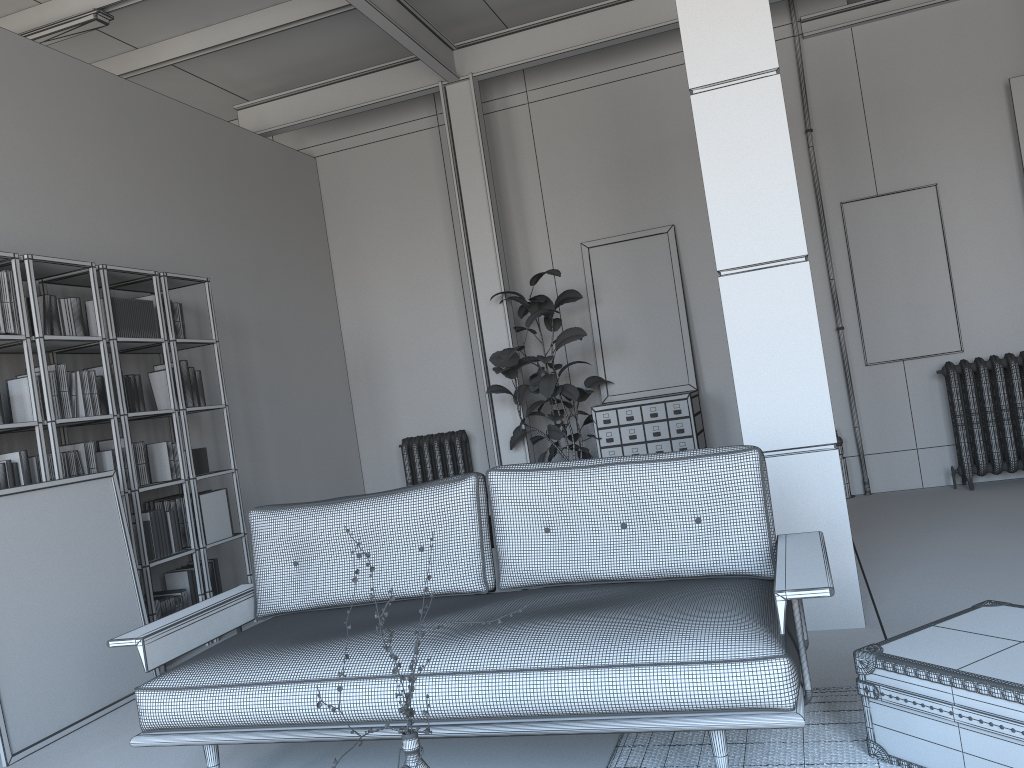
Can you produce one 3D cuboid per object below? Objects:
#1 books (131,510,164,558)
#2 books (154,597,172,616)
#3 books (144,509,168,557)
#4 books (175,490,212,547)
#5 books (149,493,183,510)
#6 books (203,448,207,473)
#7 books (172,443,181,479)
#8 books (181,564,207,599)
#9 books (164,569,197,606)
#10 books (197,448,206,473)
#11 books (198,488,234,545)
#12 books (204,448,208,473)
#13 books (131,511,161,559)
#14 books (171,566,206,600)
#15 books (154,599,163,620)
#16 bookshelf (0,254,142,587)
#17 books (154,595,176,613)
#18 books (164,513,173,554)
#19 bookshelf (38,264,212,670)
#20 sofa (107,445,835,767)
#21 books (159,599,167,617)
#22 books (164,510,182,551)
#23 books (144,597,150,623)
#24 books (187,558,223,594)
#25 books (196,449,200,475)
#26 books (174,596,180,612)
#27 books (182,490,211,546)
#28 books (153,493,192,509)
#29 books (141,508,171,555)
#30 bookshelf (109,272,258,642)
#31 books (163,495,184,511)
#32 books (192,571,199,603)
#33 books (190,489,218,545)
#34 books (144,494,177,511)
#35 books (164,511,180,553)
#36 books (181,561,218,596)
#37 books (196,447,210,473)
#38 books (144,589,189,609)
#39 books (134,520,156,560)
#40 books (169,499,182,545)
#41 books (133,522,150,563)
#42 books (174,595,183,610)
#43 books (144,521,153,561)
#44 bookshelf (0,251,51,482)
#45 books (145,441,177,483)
[{"bbox_3d":[-2.121,0.880,5.144,0.202,0.278,0.027,-9,-1,17],"label":"books"},{"bbox_3d":[-2.096,1.337,5.167,0.242,0.176,0.040,-9,-1,17],"label":"books"},{"bbox_3d":[-2.112,0.879,5.170,0.202,0.278,0.027,-9,-1,17],"label":"books"},{"bbox_3d":[-1.985,0.851,5.607,0.037,0.322,0.333,-9,-1,17],"label":"books"},{"bbox_3d":[-2.176,0.882,5.658,0.033,0.326,0.303,-9,-1,17],"label":"books"},{"bbox_3d":[-2.036,0.505,5.729,0.134,0.177,0.012,-9,-1,17],"label":"books"},{"bbox_3d":[-2.148,0.488,5.524,0.162,0.229,0.053,-9,-1,25],"label":"books"},{"bbox_3d":[-1.995,1.282,5.574,0.192,0.279,0.047,-9,-1,17],"label":"books"},{"bbox_3d":[-2.033,1.287,5.453,0.192,0.277,0.030,-9,-1,17],"label":"books"},{"bbox_3d":[-2.040,0.505,5.718,0.134,0.177,0.012,-9,-1,17],"label":"books"},{"bbox_3d":[-1.857,0.833,5.558,0.033,0.326,0.303,-9,-1,17],"label":"books"},{"bbox_3d":[-2.033,0.504,5.740,0.134,0.177,0.012,-9,-1,17],"label":"books"},{"bbox_3d":[-2.128,0.881,5.118,0.202,0.278,0.027,-9,-1,17],"label":"books"},{"bbox_3d":[-2.009,1.283,5.528,0.195,0.279,0.049,-9,-1,17],"label":"books"},{"bbox_3d":[-2.131,1.336,5.086,0.260,0.185,0.056,-9,-1,17],"label":"books"},{"bbox_3d":[-2.397,0.501,4.694,0.455,2.276,0.455,-9,-1,17],"label":"bookshelf"},{"bbox_3d":[-2.084,1.335,5.205,0.242,0.176,0.040,-9,-1,17],"label":"books"},{"bbox_3d":[-2.109,0.894,5.245,0.180,0.244,0.057,-9,-1,17],"label":"books"},{"bbox_3d":[-2.250,0.485,5.186,0.455,2.276,0.455,-9,-1,17],"label":"bookshelf"},{"bbox_3d":[-0.141,0.796,3.015,2.347,0.948,0.952,-9,-1,17],"label":"sofa"},{"bbox_3d":[-2.108,1.337,5.129,0.242,0.176,0.040,-9,-1,17],"label":"books"},{"bbox_3d":[-2.068,0.888,5.306,0.184,0.254,0.025,-9,-1,17],"label":"books"},{"bbox_3d":[-2.166,1.322,5.000,0.275,0.223,0.033,-9,-1,17],"label":"books"},{"bbox_3d":[-1.953,1.271,5.665,0.217,0.295,0.030,-9,-1,17],"label":"books"},{"bbox_3d":[-2.057,0.507,5.662,0.134,0.177,0.012,-9,-1,17],"label":"books"},{"bbox_3d":[-2.073,1.343,5.239,0.241,0.158,0.033,-9,-1,17],"label":"books"},{"bbox_3d":[-1.955,0.847,5.577,0.027,0.326,0.272,-9,-1,17],"label":"books"},{"bbox_3d":[-2.125,0.876,5.647,0.068,0.318,0.319,-9,-1,17],"label":"books"},{"bbox_3d":[-2.105,0.878,5.196,0.202,0.278,0.027,-9,-1,17],"label":"books"},{"bbox_3d":[-2.097,0.469,5.656,0.455,2.276,0.455,-9,-1,17],"label":"bookshelf"},{"bbox_3d":[-2.067,0.866,5.629,0.056,0.315,0.317,-9,-1,17],"label":"books"},{"bbox_3d":[-2.021,1.293,5.486,0.196,0.262,0.040,-9,-1,17],"label":"books"},{"bbox_3d":[-1.906,0.841,5.572,0.068,0.327,0.303,-9,-1,18],"label":"books"},{"bbox_3d":[-2.209,0.887,5.668,0.033,0.326,0.303,-9,-1,17],"label":"books"},{"bbox_3d":[-2.075,0.889,5.282,0.184,0.254,0.025,-9,-1,17],"label":"books"},{"bbox_3d":[-1.972,1.278,5.623,0.207,0.283,0.061,-9,-1,17],"label":"books"},{"bbox_3d":[-2.029,0.504,5.751,0.134,0.177,0.012,-9,-1,17],"label":"books"},{"bbox_3d":[-2.065,1.330,5.315,0.271,0.184,0.047,-9,-1,17],"label":"books"},{"bbox_3d":[-2.133,0.905,5.093,0.165,0.227,0.022,-9,-1,17],"label":"books"},{"bbox_3d":[-2.020,0.862,5.618,0.040,0.312,0.343,-9,-1,17],"label":"books"},{"bbox_3d":[-2.145,0.907,5.050,0.165,0.227,0.022,-9,-1,17],"label":"books"},{"bbox_3d":[-2.063,1.342,5.271,0.241,0.158,0.033,-9,-1,17],"label":"books"},{"bbox_3d":[-2.140,0.906,5.071,0.165,0.227,0.022,-9,-1,17],"label":"books"},{"bbox_3d":[-2.560,0.519,4.232,0.455,2.276,0.455,-9,-1,17],"label":"bookshelf"},{"bbox_3d":[-2.169,0.482,5.473,0.170,0.245,0.043,-9,-1,17],"label":"books"}]
